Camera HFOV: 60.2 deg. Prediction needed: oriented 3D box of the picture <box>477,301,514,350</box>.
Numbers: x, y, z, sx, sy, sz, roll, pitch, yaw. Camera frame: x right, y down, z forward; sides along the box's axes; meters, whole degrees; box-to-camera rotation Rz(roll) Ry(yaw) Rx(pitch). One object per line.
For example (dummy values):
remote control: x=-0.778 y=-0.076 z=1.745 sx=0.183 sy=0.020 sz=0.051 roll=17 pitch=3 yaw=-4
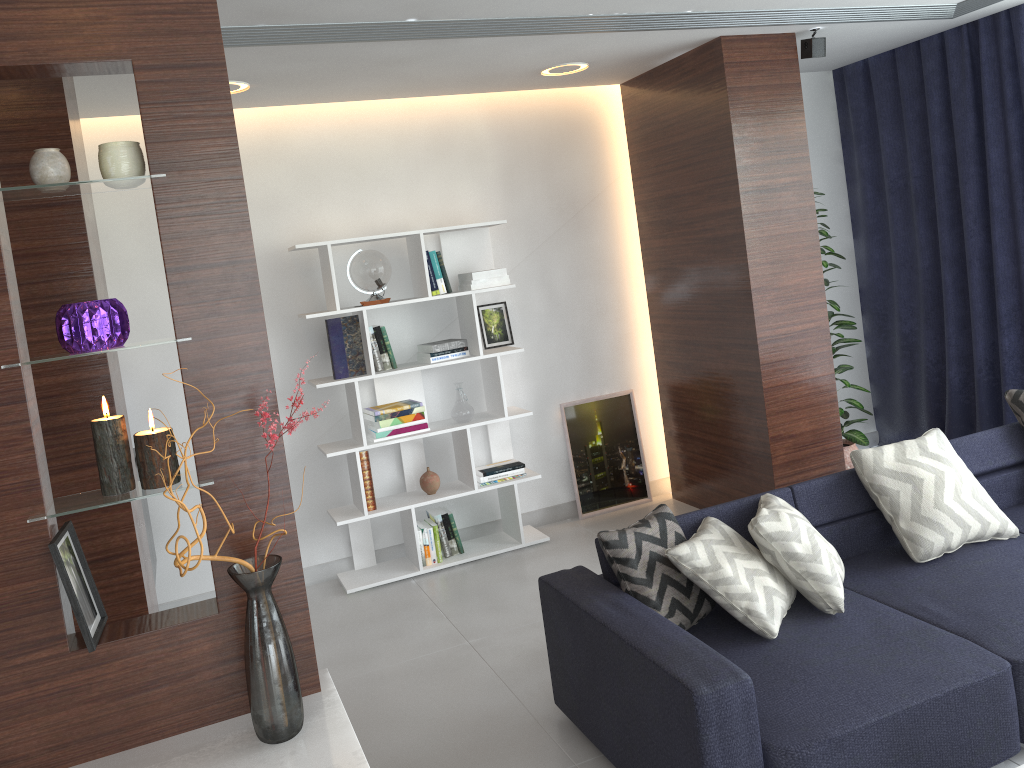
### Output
picture: x=-0.096 y=-0.341 z=5.129 sx=0.183 sy=0.254 sz=0.059 roll=-10 pitch=4 yaw=-21

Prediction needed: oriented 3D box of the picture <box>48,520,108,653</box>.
picture: x=-0.858 y=0.397 z=1.753 sx=0.051 sy=0.220 sz=0.176 roll=-9 pitch=5 yaw=-16

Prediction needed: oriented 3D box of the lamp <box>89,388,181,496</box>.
lamp: x=-0.766 y=0.108 z=1.788 sx=0.153 sy=0.209 sz=0.077 roll=-9 pitch=4 yaw=-9

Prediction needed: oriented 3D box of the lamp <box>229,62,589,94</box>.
lamp: x=-1.747 y=-0.755 z=0.603 sx=9.664 sy=0.084 sz=5.345 roll=-13 pitch=10 yaw=-34

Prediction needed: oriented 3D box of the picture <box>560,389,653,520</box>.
picture: x=0.578 y=0.422 z=5.386 sx=0.502 sy=0.695 sz=0.083 roll=-10 pitch=4 yaw=-21

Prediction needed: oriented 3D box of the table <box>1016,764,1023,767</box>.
table: x=1.534 y=1.003 z=1.692 sx=0.804 sy=0.350 sz=0.808 roll=-11 pitch=8 yaw=-20

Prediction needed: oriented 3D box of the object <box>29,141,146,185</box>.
object: x=-0.853 y=-0.438 z=1.779 sx=0.220 sy=0.085 sz=0.088 roll=-14 pitch=8 yaw=-38

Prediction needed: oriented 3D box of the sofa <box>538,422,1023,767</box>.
sofa: x=1.777 y=0.689 z=2.742 sx=2.886 sy=0.604 sz=1.905 roll=-11 pitch=8 yaw=-21

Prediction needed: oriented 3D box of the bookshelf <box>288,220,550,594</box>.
bookshelf: x=-0.492 y=0.081 z=4.839 sx=1.156 sy=1.809 sz=0.300 roll=-10 pitch=4 yaw=-21

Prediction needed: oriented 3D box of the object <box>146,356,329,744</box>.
object: x=-0.465 y=0.319 z=1.658 sx=0.391 sy=0.730 sz=0.197 roll=-11 pitch=5 yaw=-39

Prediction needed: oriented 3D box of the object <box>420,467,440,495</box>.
object: x=-0.451 y=0.529 z=4.841 sx=0.112 sy=0.146 sz=0.123 roll=-10 pitch=6 yaw=-23

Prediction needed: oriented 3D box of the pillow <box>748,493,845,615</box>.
pillow: x=1.001 y=0.575 z=3.082 sx=0.279 sy=0.349 sz=0.423 roll=-6 pitch=7 yaw=22

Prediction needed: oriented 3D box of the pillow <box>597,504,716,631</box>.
pillow: x=0.503 y=0.631 z=2.966 sx=0.221 sy=0.383 sz=0.419 roll=-4 pitch=7 yaw=39

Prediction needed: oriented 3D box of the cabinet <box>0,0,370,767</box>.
cabinet: x=-0.255 y=0.341 z=0.287 sx=0.790 sy=2.534 sz=3.345 roll=-9 pitch=6 yaw=-20

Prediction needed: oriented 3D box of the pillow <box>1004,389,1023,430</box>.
pillow: x=2.464 y=0.272 z=3.715 sx=0.597 sy=0.515 sz=0.358 roll=-7 pitch=5 yaw=10

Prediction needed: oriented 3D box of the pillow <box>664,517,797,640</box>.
pillow: x=0.750 y=0.635 z=2.955 sx=0.329 sy=0.292 sz=0.420 roll=-4 pitch=8 yaw=31

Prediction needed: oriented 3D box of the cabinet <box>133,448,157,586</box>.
cabinet: x=-1.823 y=0.690 z=3.874 sx=0.400 sy=0.580 sz=1.134 roll=-10 pitch=7 yaw=-20

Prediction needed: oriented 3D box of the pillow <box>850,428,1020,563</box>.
pillow: x=1.604 y=0.419 z=3.382 sx=0.497 sy=0.386 sz=0.343 roll=-10 pitch=6 yaw=-21

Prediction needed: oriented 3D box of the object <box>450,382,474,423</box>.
object: x=-0.282 y=0.102 z=4.880 sx=0.133 sy=0.218 sz=0.132 roll=-9 pitch=5 yaw=-15

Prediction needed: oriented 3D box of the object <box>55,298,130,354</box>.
object: x=-0.842 y=-0.118 z=1.776 sx=0.134 sy=0.097 sz=0.134 roll=-5 pitch=7 yaw=19

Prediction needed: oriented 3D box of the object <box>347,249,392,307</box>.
object: x=-0.747 y=-0.532 z=4.694 sx=0.235 sy=0.381 sz=0.221 roll=-8 pitch=4 yaw=-1

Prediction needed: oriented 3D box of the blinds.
blinds: x=1.117 y=-0.188 z=1.880 sx=5.821 sy=2.754 sz=7.166 roll=-10 pitch=8 yaw=-17

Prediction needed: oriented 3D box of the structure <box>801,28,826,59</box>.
structure: x=1.544 y=-1.738 z=4.530 sx=0.085 sy=0.141 sz=0.115 roll=-9 pitch=5 yaw=-15

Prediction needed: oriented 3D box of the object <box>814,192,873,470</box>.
object: x=1.846 y=-0.310 z=5.257 sx=0.501 sy=1.834 sz=0.487 roll=-5 pitch=4 yaw=38
